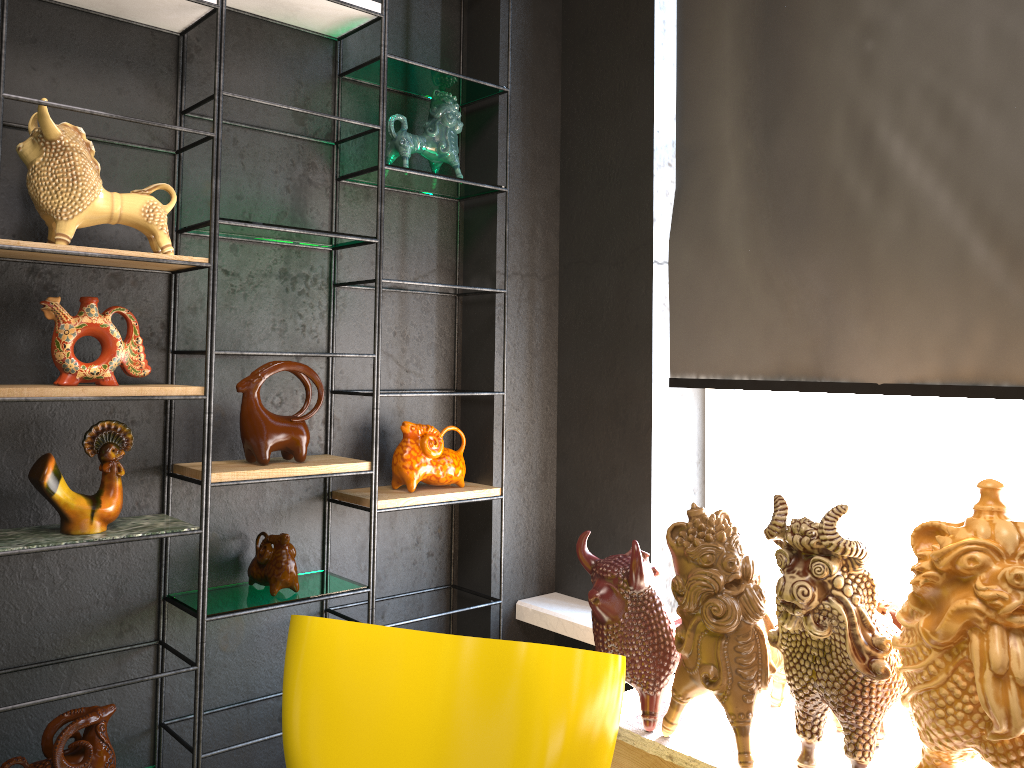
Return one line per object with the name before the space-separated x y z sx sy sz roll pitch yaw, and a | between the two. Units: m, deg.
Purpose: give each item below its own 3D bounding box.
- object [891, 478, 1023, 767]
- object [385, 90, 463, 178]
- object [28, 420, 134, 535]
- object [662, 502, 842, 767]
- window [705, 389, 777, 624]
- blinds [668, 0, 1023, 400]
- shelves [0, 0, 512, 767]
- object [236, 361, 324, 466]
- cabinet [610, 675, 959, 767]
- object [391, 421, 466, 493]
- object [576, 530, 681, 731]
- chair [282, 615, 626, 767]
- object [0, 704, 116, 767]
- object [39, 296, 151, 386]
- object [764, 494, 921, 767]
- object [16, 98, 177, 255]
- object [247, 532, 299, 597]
object | 0.887 0.490 1.583 0.468 0.657 0.307 2 -2 -36
object | -0.283 -0.823 2.881 0.152 0.333 0.289 -1 -2 41
object | -1.043 0.224 2.159 0.227 0.271 0.123 2 -2 -41
object | 0.562 0.539 2.013 0.474 0.547 0.249 2 -2 -33
window | 1.447 -0.794 2.238 0.051 3.177 2.307 3 -3 -41
blinds | -0.849 -0.953 3.712 3.520 3.316 12.703 1 1 -21
shelves | -1.222 -0.657 2.055 2.988 3.920 0.274 2 -3 -41
object | -0.664 0.079 2.500 0.249 0.291 0.114 2 -2 -41
cabinet | 1.201 1.090 1.246 0.404 0.531 2.729 2 0 -41
object | -0.260 0.228 2.847 0.277 0.223 0.138 1 -2 -41
object | 0.364 0.572 2.165 0.462 0.442 0.219 1 -2 -36
chair | -0.199 0.885 1.418 0.658 0.899 1.067 0 -1 19
object | -1.072 0.910 2.090 0.253 0.250 0.126 2 -2 -41
object | -1.032 -0.104 2.202 0.267 0.224 0.060 1 -2 -41
object | 0.685 0.517 1.830 0.271 0.581 0.429 -1 -2 42
object | -1.022 -0.493 2.190 0.369 0.353 0.175 1 -2 -36
object | -0.678 0.496 2.501 0.105 0.169 0.210 2 -1 -42
